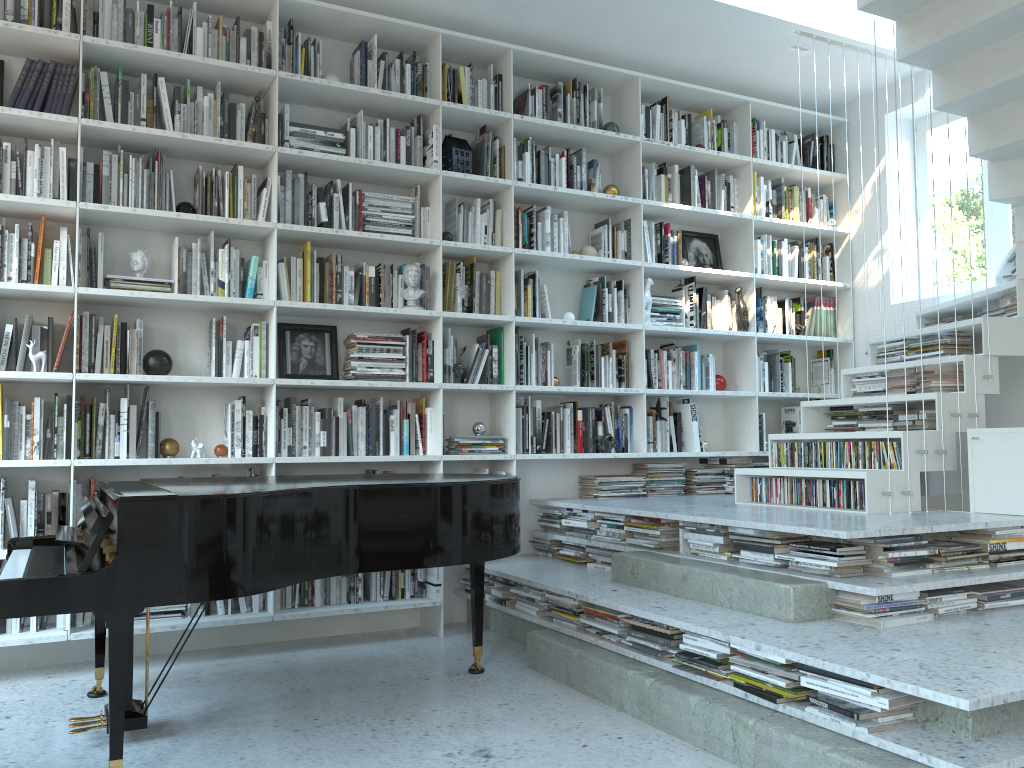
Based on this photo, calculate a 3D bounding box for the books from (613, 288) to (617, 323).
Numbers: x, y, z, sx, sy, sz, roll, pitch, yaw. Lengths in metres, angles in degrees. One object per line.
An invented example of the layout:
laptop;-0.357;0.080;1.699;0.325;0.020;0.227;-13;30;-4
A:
books;0.567;-0.441;5.231;0.012;0.224;0.178;1;-4;-27

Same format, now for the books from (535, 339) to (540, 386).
books;0.109;-0.108;4.984;0.012;0.267;0.183;1;-4;-27

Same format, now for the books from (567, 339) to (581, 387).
books;0.360;-0.111;5.139;0.016;0.289;0.131;1;-4;-27

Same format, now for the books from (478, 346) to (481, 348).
books;-0.242;-0.094;4.821;0.095;0.226;0.144;1;-4;-27

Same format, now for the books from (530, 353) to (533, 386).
books;0.070;-0.069;4.957;0.013;0.186;0.184;1;-4;-27

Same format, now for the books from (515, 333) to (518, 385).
books;-0.015;-0.125;4.928;0.018;0.295;0.177;1;-4;-27

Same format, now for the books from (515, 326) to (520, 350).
books;0.006;-0.147;4.957;0.007;0.341;0.149;1;-4;-27

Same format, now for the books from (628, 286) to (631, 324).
books;0.666;-0.448;5.286;0.010;0.245;0.158;1;-4;-27

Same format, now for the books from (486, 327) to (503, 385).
books;-0.095;-0.143;4.882;0.014;0.324;0.183;1;-4;-27

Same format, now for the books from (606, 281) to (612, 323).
books;0.537;-0.460;5.225;0.018;0.263;0.165;1;-4;-27

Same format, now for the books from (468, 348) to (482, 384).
books;-0.231;-0.087;4.822;0.090;0.212;0.143;1;-4;-27

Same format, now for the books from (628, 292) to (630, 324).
books;0.647;-0.431;5.286;0.023;0.212;0.164;1;-4;-27

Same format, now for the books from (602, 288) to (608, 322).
books;0.507;-0.439;5.206;0.013;0.219;0.187;1;-4;-27

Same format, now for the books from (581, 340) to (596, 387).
books;0.442;-0.107;5.171;0.007;0.285;0.159;1;-4;-27

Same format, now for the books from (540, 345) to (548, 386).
books;0.152;-0.092;5.011;0.015;0.238;0.176;1;-4;-27

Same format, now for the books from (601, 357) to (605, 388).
books;0.482;-0.057;5.158;0.018;0.182;0.182;1;-4;-27

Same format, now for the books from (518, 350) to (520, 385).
books;0.002;-0.079;4.940;0.013;0.204;0.154;1;-4;-27

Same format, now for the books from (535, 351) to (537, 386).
books;0.093;-0.076;4.987;0.013;0.203;0.167;1;-4;-27

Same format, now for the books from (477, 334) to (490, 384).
books;-0.157;-0.124;4.863;0.013;0.285;0.139;1;-4;-27

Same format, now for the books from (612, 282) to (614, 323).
books;0.551;-0.458;5.233;0.015;0.259;0.152;1;-4;-27

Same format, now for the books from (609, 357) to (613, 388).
books;0.530;-0.055;5.189;0.019;0.183;0.190;1;-4;-27

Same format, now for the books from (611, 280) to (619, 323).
books;0.577;-0.464;5.255;0.032;0.274;0.154;1;-4;-27

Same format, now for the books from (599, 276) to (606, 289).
books;0.511;-0.476;5.228;0.013;0.295;0.154;1;-4;-27

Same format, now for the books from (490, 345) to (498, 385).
books;-0.128;-0.093;4.852;0.029;0.223;0.171;1;-4;-27

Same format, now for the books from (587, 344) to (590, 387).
books;0.405;-0.095;5.144;0.008;0.258;0.158;1;-4;-27

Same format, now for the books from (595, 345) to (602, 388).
books;0.465;-0.091;5.152;0.018;0.250;0.184;1;-4;-27

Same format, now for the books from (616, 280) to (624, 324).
books;0.607;-0.465;5.245;0.012;0.273;0.184;1;-4;-27

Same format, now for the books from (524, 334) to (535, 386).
books;0.082;-0.124;4.965;0.014;0.296;0.175;1;-4;-27

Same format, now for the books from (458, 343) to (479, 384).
books;-0.261;-0.097;4.784;0.095;0.228;0.190;1;-4;-27

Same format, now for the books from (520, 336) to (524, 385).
books;0.029;-0.119;4.940;0.005;0.283;0.159;1;-4;-27

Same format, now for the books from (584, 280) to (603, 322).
books;0.476;-0.462;5.199;0.021;0.264;0.174;1;-4;-27

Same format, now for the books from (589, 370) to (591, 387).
books;0.414;-0.069;5.169;0.031;0.208;0.122;1;-4;-27

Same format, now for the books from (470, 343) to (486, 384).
books;-0.216;-0.101;4.828;0.094;0.238;0.149;1;-4;-27

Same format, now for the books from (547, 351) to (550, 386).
books;0.166;-0.076;5.014;0.014;0.207;0.180;1;-4;-27

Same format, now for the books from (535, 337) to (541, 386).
books;0.119;-0.115;5.007;0.006;0.285;0.159;1;-4;-27

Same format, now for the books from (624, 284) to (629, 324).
books;0.639;-0.453;5.265;0.011;0.252;0.169;1;-4;-27

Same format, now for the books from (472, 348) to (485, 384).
books;-0.217;-0.087;4.837;0.090;0.215;0.139;1;-4;-27

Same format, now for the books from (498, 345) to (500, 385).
books;-0.111;-0.094;4.874;0.021;0.226;0.148;1;-4;-27

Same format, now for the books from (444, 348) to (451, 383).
books;-0.371;-0.085;4.729;0.027;0.192;0.182;1;-4;-27

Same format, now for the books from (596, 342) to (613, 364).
books;0.539;-0.100;5.201;0.006;0.274;0.173;1;-4;-27

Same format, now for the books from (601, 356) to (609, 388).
books;0.513;-0.061;5.186;0.015;0.195;0.175;1;-4;-27

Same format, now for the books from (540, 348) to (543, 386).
books;0.137;-0.084;5.014;0.008;0.222;0.134;1;-4;-27

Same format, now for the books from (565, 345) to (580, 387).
books;0.351;-0.093;5.118;0.019;0.251;0.130;1;-4;-27

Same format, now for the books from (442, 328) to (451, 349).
books;-0.360;-0.140;4.755;0.013;0.306;0.141;1;-4;-27

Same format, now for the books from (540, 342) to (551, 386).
books;0.177;-0.103;5.026;0.014;0.261;0.142;1;-4;-27

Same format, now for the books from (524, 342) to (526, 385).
books;0.036;-0.101;4.945;0.013;0.248;0.165;1;-4;-27

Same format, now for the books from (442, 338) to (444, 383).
books;-0.405;-0.114;4.736;0.028;0.253;0.142;1;-4;-27

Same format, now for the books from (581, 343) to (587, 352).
books;0.394;-0.097;5.140;0.015;0.262;0.149;1;-4;-27

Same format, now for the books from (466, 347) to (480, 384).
books;-0.247;-0.088;4.795;0.089;0.210;0.176;1;-4;-27

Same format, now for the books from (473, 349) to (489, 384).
books;-0.200;-0.082;4.833;0.091;0.205;0.169;1;-4;-27

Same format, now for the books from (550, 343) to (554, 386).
books;0.188;-0.097;5.033;0.013;0.251;0.173;1;-4;-27

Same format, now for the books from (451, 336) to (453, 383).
books;-0.353;-0.119;4.768;0.012;0.265;0.157;1;-4;-27

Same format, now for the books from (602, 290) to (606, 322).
books;0.498;-0.435;5.201;0.006;0.209;0.188;1;-4;-27

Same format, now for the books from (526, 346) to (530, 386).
books;0.051;-0.090;4.940;0.011;0.226;0.188;1;-4;-27

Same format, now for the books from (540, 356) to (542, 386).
books;0.129;-0.062;5.007;0.013;0.179;0.140;1;-4;-27

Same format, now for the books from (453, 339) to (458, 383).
books;-0.332;-0.110;4.778;0.035;0.248;0.141;1;-4;-27

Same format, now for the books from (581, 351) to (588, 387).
books;0.387;-0.076;5.119;0.016;0.215;0.178;1;-4;-27

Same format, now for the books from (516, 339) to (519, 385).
books;-0.003;-0.118;4.932;0.006;0.281;0.155;1;-4;-27
